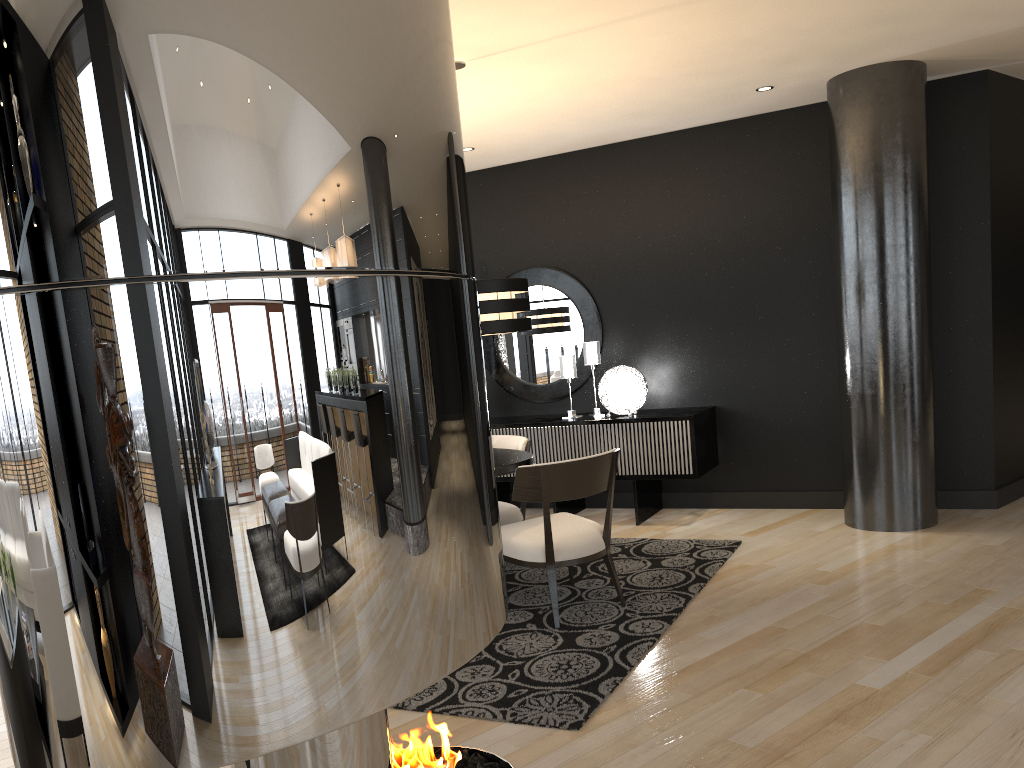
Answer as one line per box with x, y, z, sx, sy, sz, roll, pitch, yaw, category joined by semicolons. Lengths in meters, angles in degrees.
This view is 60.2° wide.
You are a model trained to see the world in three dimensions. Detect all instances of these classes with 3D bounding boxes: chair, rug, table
-0.191;0.746;5.306;0.611;0.815;0.641;-10;7;-34;chair
-0.829;1.218;5.147;3.728;0.011;2.687;-4;3;27;rug
-0.816;0.836;5.052;2.109;0.778;1.195;-4;5;29;table
0.218;0.750;4.443;0.638;0.815;0.614;-10;7;-34;chair

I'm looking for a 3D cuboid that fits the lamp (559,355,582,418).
0.432;0.018;6.613;0.131;0.470;0.124;-12;10;-40;lamp

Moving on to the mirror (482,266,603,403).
0.212;-0.384;6.982;1.077;1.090;0.025;-3;8;27;mirror

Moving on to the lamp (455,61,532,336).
-0.225;-0.909;4.421;0.536;1.344;0.528;-2;8;26;lamp

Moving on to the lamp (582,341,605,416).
0.610;-0.040;6.580;0.124;0.556;0.131;-7;8;-11;lamp

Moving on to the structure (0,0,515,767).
-0.396;-0.022;1.394;0.586;2.774;0.881;1;10;37;structure

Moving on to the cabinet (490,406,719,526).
0.395;0.638;6.764;2.241;0.775;0.603;-4;6;27;cabinet
